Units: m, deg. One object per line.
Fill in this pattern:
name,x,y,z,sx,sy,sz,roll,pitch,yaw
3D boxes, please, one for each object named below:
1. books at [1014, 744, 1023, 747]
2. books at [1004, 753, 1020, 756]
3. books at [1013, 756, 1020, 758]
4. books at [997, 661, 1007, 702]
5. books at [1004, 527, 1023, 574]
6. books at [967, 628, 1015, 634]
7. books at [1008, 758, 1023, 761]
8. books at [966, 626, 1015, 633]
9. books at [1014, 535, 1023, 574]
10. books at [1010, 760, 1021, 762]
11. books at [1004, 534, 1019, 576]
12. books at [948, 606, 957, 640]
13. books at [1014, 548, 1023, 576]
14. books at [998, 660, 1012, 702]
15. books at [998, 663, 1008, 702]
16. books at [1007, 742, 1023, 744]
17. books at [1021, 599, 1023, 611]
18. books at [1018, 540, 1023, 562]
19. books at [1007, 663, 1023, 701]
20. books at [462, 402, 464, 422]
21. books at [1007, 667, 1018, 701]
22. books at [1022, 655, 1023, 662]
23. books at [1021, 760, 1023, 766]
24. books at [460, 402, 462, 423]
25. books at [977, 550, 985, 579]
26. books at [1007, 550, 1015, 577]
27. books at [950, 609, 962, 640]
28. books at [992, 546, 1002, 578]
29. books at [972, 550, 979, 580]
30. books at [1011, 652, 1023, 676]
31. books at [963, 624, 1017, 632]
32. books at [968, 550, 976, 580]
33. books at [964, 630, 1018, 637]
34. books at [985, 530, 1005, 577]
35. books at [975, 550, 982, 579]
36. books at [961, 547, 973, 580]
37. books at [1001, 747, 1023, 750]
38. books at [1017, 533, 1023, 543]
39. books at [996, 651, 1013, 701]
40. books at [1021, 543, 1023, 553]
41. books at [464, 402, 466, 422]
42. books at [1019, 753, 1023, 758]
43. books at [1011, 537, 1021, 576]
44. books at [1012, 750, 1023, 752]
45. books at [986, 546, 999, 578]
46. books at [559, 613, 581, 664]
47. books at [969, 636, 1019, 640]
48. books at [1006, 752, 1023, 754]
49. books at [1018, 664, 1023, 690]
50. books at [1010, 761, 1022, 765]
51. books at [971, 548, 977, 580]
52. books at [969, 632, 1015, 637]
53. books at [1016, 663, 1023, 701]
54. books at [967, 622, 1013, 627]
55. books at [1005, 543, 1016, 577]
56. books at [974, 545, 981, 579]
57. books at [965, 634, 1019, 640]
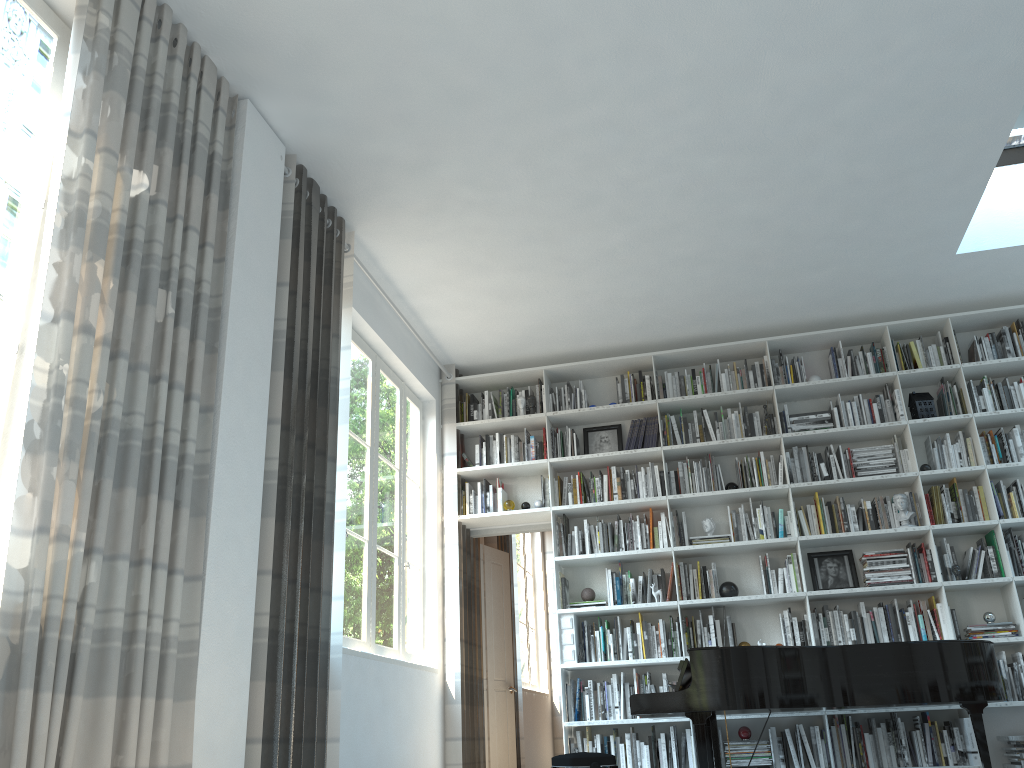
books,3.128,2.178,5.346,0.133,0.017,0.232,-7,-23,12
books,3.101,2.227,5.333,0.177,0.012,0.279,-6,-22,8
books,3.126,2.238,5.323,0.122,0.008,0.292,-5,-22,7
books,3.029,1.847,5.530,0.005,0.263,0.163,-7,-22,11
books,3.313,1.129,5.852,0.007,0.340,0.150,-7,-22,11
books,3.057,1.584,5.669,0.254,0.012,0.161,-9,-23,16
books,3.104,2.251,5.324,0.179,0.012,0.262,-8,-23,14
books,3.053,1.569,5.664,0.254,0.012,0.161,-7,-23,12
books,3.321,1.145,5.817,0.005,0.282,0.159,-7,-22,11
books,3.113,2.259,5.318,0.155,0.009,0.234,-5,-22,7
books,3.280,1.149,5.836,0.018,0.294,0.178,-7,-22,11
books,2.852,1.577,5.790,0.027,0.228,0.142,-7,-22,11
books,3.304,1.190,5.820,0.013,0.203,0.154,-7,-22,11
books,3.049,1.849,5.515,0.014,0.245,0.177,-7,-22,11
books,3.040,1.865,5.530,0.012,0.228,0.130,-7,-22,11
books,3.113,2.165,5.354,0.158,0.014,0.235,-6,-23,10
books,3.326,1.503,5.689,0.012,0.253,0.161,-7,-22,11
books,3.331,1.161,5.811,0.013,0.247,0.165,-7,-22,11
books,3.111,1.848,5.491,0.026,0.224,0.175,-7,-22,11
books,-0.373,0.274,7.111,0.024,0.227,0.130,-7,-22,11
books,3.099,1.870,5.513,0.013,0.201,0.140,-7,-22,11
books,3.180,1.829,5.512,0.015,0.269,0.158,-7,-22,11
books,3.039,2.159,5.051,0.189,0.029,0.238,-7,-23,11
books,-0.396,0.273,7.094,0.014,0.218,0.189,-7,-22,11
books,3.080,1.220,5.861,0.091,0.204,0.169,-7,-22,11
books,3.256,1.203,5.826,0.015,0.187,0.168,-7,-22,11
books,2.881,1.583,5.783,0.030,0.209,0.137,-7,-22,11
books,3.174,1.193,5.842,0.021,0.225,0.149,-7,-22,11
books,3.049,1.221,5.872,0.090,0.211,0.143,-7,-22,12
books,3.157,1.817,5.499,0.021,0.283,0.173,-7,-22,11
books,3.055,1.561,5.677,0.285,0.012,0.160,-9,-23,15
books,3.020,1.219,5.863,0.089,0.209,0.176,-7,-22,11
books,3.056,1.594,5.661,0.285,0.012,0.160,-8,-23,14
books,3.188,1.144,5.854,0.014,0.323,0.183,-7,-22,11
books,3.070,1.220,5.876,0.090,0.214,0.139,-7,-22,12
books,3.001,1.211,5.865,0.095,0.227,0.190,-7,-22,11
books,3.094,2.196,5.347,0.191,0.013,0.244,-6,-22,8
books,3.378,1.131,5.805,0.014,0.295,0.176,-7,-22,11
books,3.075,1.828,5.537,0.032,0.299,0.149,-7,-22,11
books,3.341,1.166,5.795,0.011,0.225,0.188,-7,-22,11
books,-0.352,0.270,7.097,0.023,0.222,0.151,-7,-22,11
books,3.030,2.122,5.068,0.191,0.028,0.213,-9,-23,15
books,3.292,1.153,5.829,0.006,0.280,0.155,-7,-22,11
books,3.126,2.204,5.336,0.136,0.013,0.259,-6,-23,10
books,3.147,1.193,5.836,0.029,0.222,0.171,-7,-22,11
books,0.417,1.812,6.264,0.106,0.338,0.308,-7,-22,11
books,3.057,1.627,5.648,0.285,0.012,0.160,-8,-23,14
books,3.103,2.218,5.337,0.188,0.009,0.212,-7,-23,11
books,3.141,1.850,5.482,0.011,0.211,0.179,-7,-22,11
books,3.115,2.270,5.313,0.171,0.015,0.242,-7,-23,11
books,3.040,1.217,5.881,0.095,0.225,0.144,-7,-22,12
books,3.057,1.606,5.658,0.254,0.012,0.161,-10,-23,17
books,3.134,1.852,5.502,0.012,0.224,0.149,-7,-22,11
books,3.052,1.547,5.675,0.254,0.012,0.161,-11,-24,20
books,3.270,1.181,5.841,0.011,0.238,0.137,-7,-22,11
books,3.063,1.205,5.873,0.094,0.237,0.150,-7,-22,12
books,3.058,1.618,5.657,0.285,0.012,0.160,-9,-23,16
